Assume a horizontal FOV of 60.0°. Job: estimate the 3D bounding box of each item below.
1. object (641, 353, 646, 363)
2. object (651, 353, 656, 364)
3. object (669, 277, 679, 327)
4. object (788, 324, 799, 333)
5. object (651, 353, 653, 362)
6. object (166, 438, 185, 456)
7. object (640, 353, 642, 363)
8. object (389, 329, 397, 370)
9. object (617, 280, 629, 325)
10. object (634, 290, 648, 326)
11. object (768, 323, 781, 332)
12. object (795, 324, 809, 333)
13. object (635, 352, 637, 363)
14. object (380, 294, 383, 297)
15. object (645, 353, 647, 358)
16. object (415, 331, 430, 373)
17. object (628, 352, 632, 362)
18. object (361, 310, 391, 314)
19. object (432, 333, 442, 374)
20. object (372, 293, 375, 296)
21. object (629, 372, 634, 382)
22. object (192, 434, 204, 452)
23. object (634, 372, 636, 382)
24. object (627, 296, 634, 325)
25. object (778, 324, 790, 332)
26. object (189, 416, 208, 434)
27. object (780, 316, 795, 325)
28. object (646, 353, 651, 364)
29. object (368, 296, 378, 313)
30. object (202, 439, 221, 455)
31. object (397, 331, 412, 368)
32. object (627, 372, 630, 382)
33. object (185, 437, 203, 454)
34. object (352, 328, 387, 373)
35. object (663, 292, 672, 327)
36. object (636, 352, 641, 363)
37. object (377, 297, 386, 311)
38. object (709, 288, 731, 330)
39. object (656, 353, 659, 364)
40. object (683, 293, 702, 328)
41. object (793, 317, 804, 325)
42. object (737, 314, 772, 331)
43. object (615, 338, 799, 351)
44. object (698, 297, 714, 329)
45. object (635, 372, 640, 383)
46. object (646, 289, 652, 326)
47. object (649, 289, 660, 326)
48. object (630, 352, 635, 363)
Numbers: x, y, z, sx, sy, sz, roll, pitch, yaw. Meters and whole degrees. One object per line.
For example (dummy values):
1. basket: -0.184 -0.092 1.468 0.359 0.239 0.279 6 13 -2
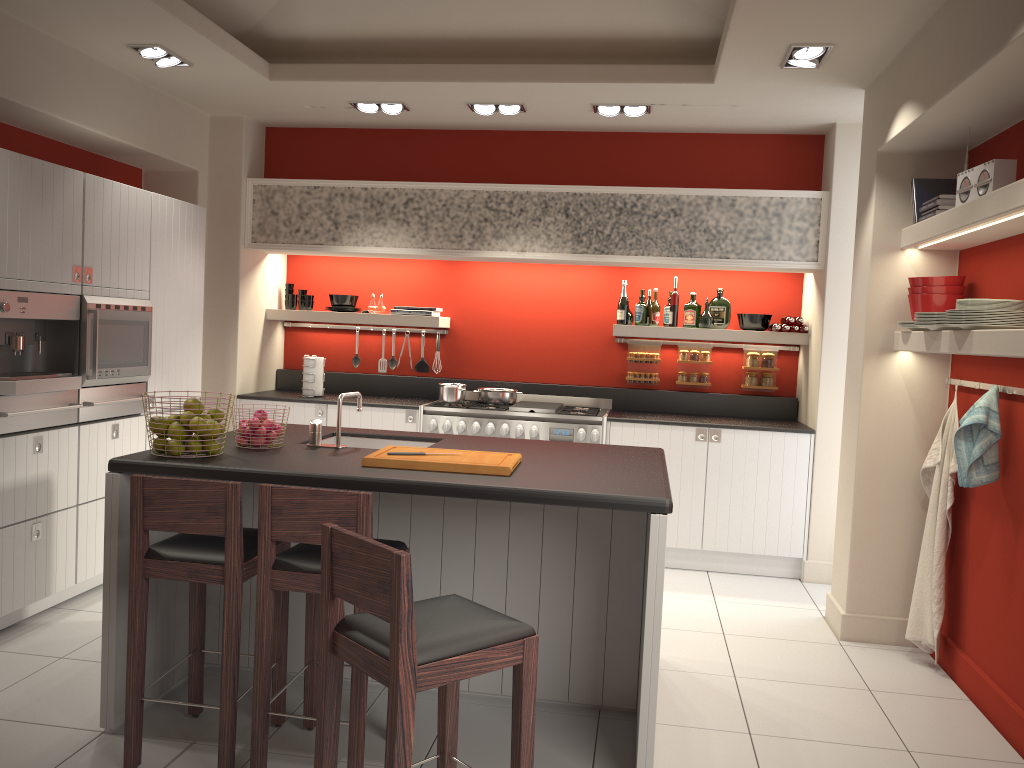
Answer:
1. object: 0.987 -0.196 6.661 0.034 0.078 0.034 4 4 29
2. object: 1.065 -0.192 6.649 0.034 0.078 0.034 4 4 29
3. object: 1.189 -0.598 6.500 0.062 0.366 0.210 3 3 8
4. object: 2.019 -0.399 6.380 0.061 0.061 0.366 3 3 8
5. object: 1.054 -0.195 6.690 0.034 0.078 0.034 4 4 29
6. object: -1.269 0.239 3.344 0.068 0.068 0.068 4 3 19
7. object: 0.976 -0.199 6.701 0.034 0.078 0.034 4 4 29
8. object: -0.940 -0.272 7.022 0.067 0.323 0.022 3 3 7
9. object: 0.819 -0.598 6.509 0.083 0.331 0.083 2 3 -20
10. object: 0.947 -0.557 6.470 0.094 0.264 0.094 3 3 -3
11. object: 1.892 -0.405 6.378 0.062 0.062 0.366 3 3 8
12. object: 2.078 -0.395 6.352 0.061 0.061 0.366 3 3 8
13. object: 0.937 -0.201 6.707 0.034 0.078 0.034 4 4 29
14. object: -1.016 -0.688 6.916 0.026 0.032 0.023 2 3 -9
15. object: 1.016 -0.197 6.695 0.034 0.078 0.034 4 4 29
16. object: -0.702 -0.255 7.007 0.123 0.330 0.040 3 3 8
17. object: 0.899 -0.203 6.713 0.034 0.078 0.034 4 4 29
18. object: -1.050 -0.556 6.886 0.160 0.027 0.183 5 4 37
19. object: -0.585 -0.242 6.972 0.069 0.328 0.069 2 3 -14
20. object: -1.071 -0.687 6.844 0.023 0.031 0.024 0 4 -40
21. object: 0.903 -0.052 6.680 0.034 0.078 0.034 4 4 29
22. object: -1.217 0.225 3.490 0.084 0.079 0.086 0 4 -37
23. object: 0.930 -0.053 6.715 0.034 0.078 0.034 4 4 29
24. object: 0.864 -0.556 6.692 0.113 0.226 0.113 0 4 -40
25. object: 1.954 -0.402 6.368 0.062 0.062 0.366 3 3 8
26. object: -1.193 0.157 3.372 0.067 0.068 0.067 1 4 -29
27. object: 1.991 -0.455 6.384 0.062 0.062 0.366 3 3 8
28. object: 1.026 -0.194 6.655 0.034 0.078 0.034 4 4 29
29. object: -1.074 -0.612 6.847 0.076 0.131 0.076 0 4 -39
30. object: -1.161 0.239 3.425 0.068 0.068 0.068 4 3 19
31. object: -0.842 -0.270 7.009 0.124 0.296 0.009 3 3 8
32. object: 0.892 -0.055 6.721 0.034 0.078 0.034 4 4 29
33. object: -1.222 0.237 3.412 0.068 0.068 0.068 4 3 19
34. object: -1.128 -0.269 7.048 0.287 0.351 0.022 3 3 9
35. object: 1.179 -0.553 6.599 0.094 0.262 0.094 1 3 -25
36. object: 0.949 -0.198 6.666 0.034 0.078 0.034 4 4 29
37. object: -1.021 -0.613 6.919 0.077 0.134 0.076 2 3 -8
38. object: 1.521 -0.551 6.512 0.186 0.303 0.057 5 4 38
39. object: 1.093 -0.192 6.684 0.034 0.078 0.034 4 4 29
40. object: 1.329 -0.540 6.532 0.112 0.260 0.071 5 4 37
41. object: 2.049 -0.450 6.352 0.062 0.062 0.366 3 3 8
42. object: 1.771 -0.449 6.489 0.251 0.121 0.251 2 3 -10
43. object: 1.458 -0.298 6.686 1.355 0.034 0.048 3 3 8
44. object: 1.403 -0.512 6.394 0.113 0.226 0.113 4 3 20
45. object: 0.942 -0.050 6.674 0.034 0.078 0.034 4 4 29
46. object: 1.027 -0.570 6.654 0.083 0.277 0.084 3 3 12
47. object: 1.058 -0.566 6.561 0.080 0.278 0.080 3 3 12
48. object: 0.910 -0.200 6.672 0.034 0.078 0.034 4 4 29
